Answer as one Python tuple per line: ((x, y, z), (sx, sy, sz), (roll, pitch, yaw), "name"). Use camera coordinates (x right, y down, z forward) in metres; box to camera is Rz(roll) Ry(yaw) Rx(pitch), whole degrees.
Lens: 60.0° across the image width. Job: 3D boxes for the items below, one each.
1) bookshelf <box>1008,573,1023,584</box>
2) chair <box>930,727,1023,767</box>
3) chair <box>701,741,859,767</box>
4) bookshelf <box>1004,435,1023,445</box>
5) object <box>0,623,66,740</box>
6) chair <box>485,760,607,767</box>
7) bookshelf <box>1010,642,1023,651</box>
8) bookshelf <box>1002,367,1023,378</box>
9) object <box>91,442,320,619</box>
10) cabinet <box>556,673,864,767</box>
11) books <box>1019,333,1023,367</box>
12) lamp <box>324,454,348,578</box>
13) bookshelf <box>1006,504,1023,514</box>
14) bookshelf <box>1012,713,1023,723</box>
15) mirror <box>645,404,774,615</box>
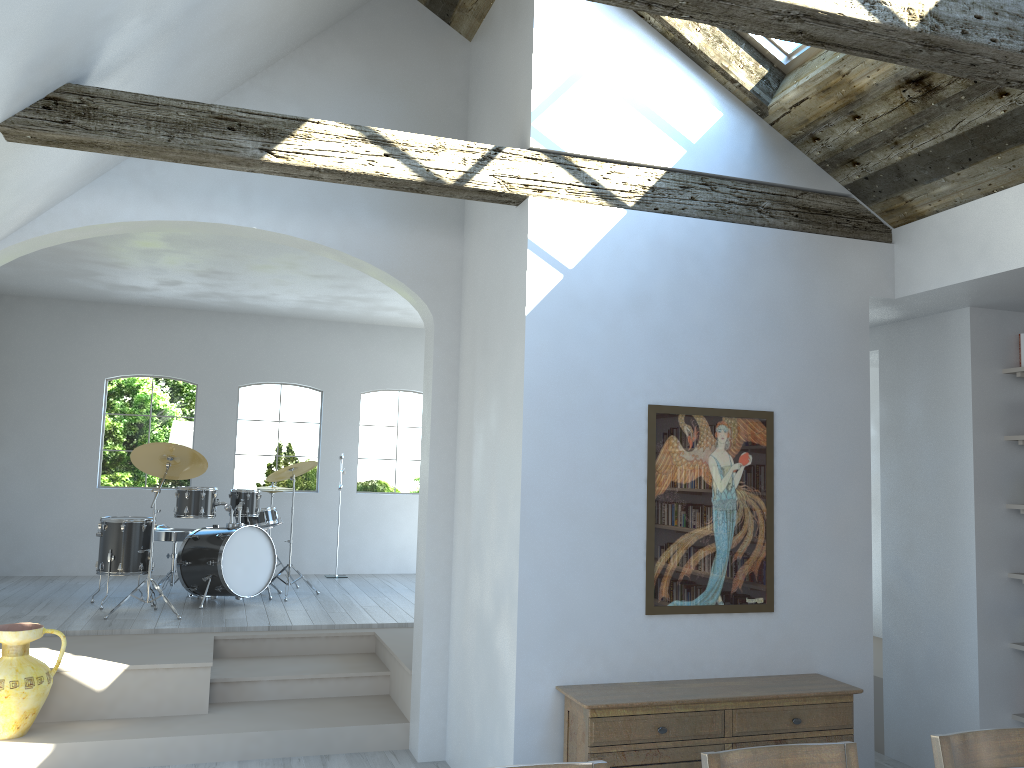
((4.226, 0.794, 1.467), (0.315, 0.070, 7.825), (4, -6, -18), "bookshelf")
((1.493, 1.494, 2.312), (0.514, 1.006, 0.605), (4, -6, -18), "chair")
((0.785, 1.450, 2.085), (0.514, 1.006, 0.605), (4, -6, -18), "chair")
((4.249, 0.007, 1.547), (0.315, 0.070, 7.825), (4, -6, -18), "bookshelf")
((-2.841, 1.692, 5.053), (0.396, 0.605, 0.402), (-2, -7, 29), "object")
((0.076, 1.406, 1.857), (0.514, 1.006, 0.605), (4, -6, -18), "chair")
((4.215, 1.187, 1.427), (0.315, 0.070, 7.825), (4, -6, -18), "bookshelf")
((4.260, -0.386, 1.587), (0.315, 0.070, 7.825), (4, -6, -18), "bookshelf")
((-2.852, 1.256, 8.065), (1.465, 1.383, 2.354), (-1, -7, 26), "object")
((0.954, 1.821, 4.248), (1.481, 0.714, 0.383), (4, -6, -18), "cabinet")
((3.576, -0.321, 3.916), (0.242, 0.237, 2.981), (4, -6, -18), "books")
((-1.953, 1.475, 10.015), (0.232, 1.383, 0.238), (4, -6, -18), "lamp")
((4.238, 0.401, 1.507), (0.315, 0.070, 7.825), (4, -6, -18), "bookshelf")
((4.203, 1.580, 1.387), (0.315, 0.070, 7.825), (4, -6, -18), "bookshelf")
((1.028, 0.646, 4.562), (0.736, 1.047, 0.009), (4, -6, -18), "mirror")
